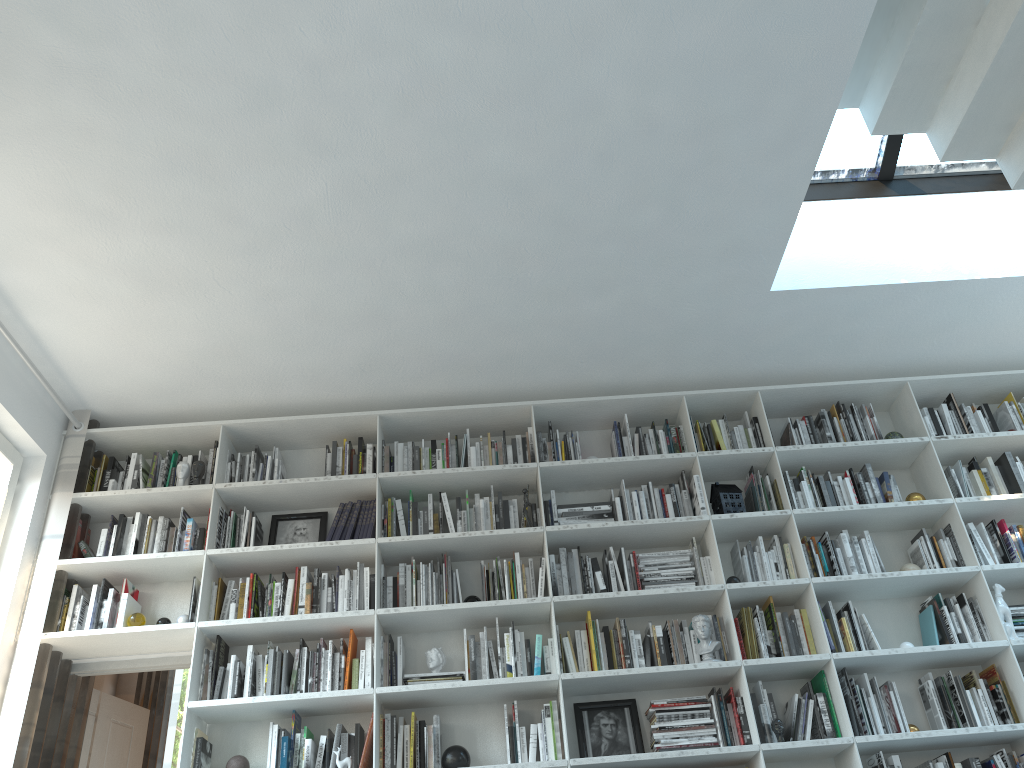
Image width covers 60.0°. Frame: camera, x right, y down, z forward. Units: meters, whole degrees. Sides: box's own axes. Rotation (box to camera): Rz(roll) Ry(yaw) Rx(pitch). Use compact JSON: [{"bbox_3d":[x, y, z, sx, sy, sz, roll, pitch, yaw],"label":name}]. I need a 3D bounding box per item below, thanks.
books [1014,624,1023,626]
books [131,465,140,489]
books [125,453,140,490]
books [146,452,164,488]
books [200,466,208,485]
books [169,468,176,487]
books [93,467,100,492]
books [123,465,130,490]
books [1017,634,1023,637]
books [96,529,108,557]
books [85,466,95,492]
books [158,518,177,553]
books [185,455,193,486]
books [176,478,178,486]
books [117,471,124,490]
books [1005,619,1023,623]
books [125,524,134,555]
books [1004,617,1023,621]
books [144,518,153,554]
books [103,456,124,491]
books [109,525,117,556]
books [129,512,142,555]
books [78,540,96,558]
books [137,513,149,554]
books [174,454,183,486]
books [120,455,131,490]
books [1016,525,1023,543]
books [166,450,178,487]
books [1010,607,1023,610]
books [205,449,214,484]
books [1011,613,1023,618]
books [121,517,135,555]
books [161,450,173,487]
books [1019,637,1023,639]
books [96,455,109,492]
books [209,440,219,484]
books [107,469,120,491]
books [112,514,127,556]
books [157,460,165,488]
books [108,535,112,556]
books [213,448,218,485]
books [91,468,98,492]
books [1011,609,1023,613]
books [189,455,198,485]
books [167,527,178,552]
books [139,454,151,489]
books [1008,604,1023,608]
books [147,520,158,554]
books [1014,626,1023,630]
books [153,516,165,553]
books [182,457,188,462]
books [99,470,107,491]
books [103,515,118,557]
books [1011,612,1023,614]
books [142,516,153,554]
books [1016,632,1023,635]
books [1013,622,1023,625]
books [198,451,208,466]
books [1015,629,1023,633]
[{"bbox_3d":[2.534,1.212,4.366,0.254,0.012,0.162,-4,-34,-2],"label":"books"},{"bbox_3d":[-2.004,0.568,4.780,0.030,0.205,0.176,-4,-34,-2],"label":"books"},{"bbox_3d":[-2.035,0.543,4.808,0.028,0.282,0.190,-4,-34,-2],"label":"books"},{"bbox_3d":[-1.925,0.537,4.812,0.039,0.281,0.182,-4,-34,-2],"label":"books"},{"bbox_3d":[-1.647,0.565,4.803,0.028,0.184,0.168,-4,-34,-2],"label":"books"},{"bbox_3d":[-1.817,0.572,4.794,0.024,0.186,0.160,-4,-34,-2],"label":"books"},{"bbox_3d":[-2.214,0.582,4.788,0.023,0.222,0.151,-4,-34,-2],"label":"books"},{"bbox_3d":[-2.059,0.574,4.800,0.024,0.226,0.158,-4,-34,-2],"label":"books"},{"bbox_3d":[2.536,1.248,4.332,0.254,0.012,0.162,-6,-34,1],"label":"books"},{"bbox_3d":[-2.098,0.884,4.591,0.034,0.216,0.167,-4,-34,-2],"label":"books"},{"bbox_3d":[-2.256,0.579,4.775,0.014,0.218,0.189,-4,-34,-2],"label":"books"},{"bbox_3d":[-1.784,0.844,4.603,0.030,0.249,0.166,-4,-34,-2],"label":"books"},{"bbox_3d":[-1.738,0.541,4.817,0.021,0.252,0.180,-4,-34,-2],"label":"books"},{"bbox_3d":[-1.783,0.557,4.811,0.021,0.225,0.157,-4,-34,-2],"label":"books"},{"bbox_3d":[-2.095,0.594,4.797,0.031,0.194,0.146,-4,-34,-2],"label":"books"},{"bbox_3d":[2.534,1.188,4.374,0.285,0.012,0.160,-2,-34,-5],"label":"books"},{"bbox_3d":[-1.961,0.870,4.607,0.024,0.237,0.156,-4,-34,-2],"label":"books"},{"bbox_3d":[2.533,1.180,4.383,0.285,0.012,0.160,-5,-34,-1],"label":"books"},{"bbox_3d":[-1.863,0.851,4.601,0.012,0.247,0.193,-4,-34,-2],"label":"books"},{"bbox_3d":[-2.154,0.552,4.793,0.025,0.268,0.178,-4,-34,-2],"label":"books"},{"bbox_3d":[-2.034,0.869,4.587,0.022,0.227,0.172,-4,-34,-2],"label":"books"},{"bbox_3d":[-1.930,0.833,4.600,0.021,0.284,0.180,-4,-34,-2],"label":"books"},{"bbox_3d":[-2.174,0.912,4.586,0.121,0.175,0.130,-4,-34,-2],"label":"books"},{"bbox_3d":[-1.902,0.840,4.619,0.037,0.290,0.156,-4,-34,-2],"label":"books"},{"bbox_3d":[-1.802,0.538,4.824,0.013,0.273,0.159,-4,-34,-2],"label":"books"},{"bbox_3d":[-2.078,0.548,4.807,0.010,0.279,0.161,-4,-34,-2],"label":"books"},{"bbox_3d":[2.624,0.874,4.566,0.026,0.242,0.179,-4,-34,-2],"label":"books"},{"bbox_3d":[-1.848,0.527,4.837,0.029,0.313,0.130,-4,-34,-2],"label":"books"},{"bbox_3d":[2.530,1.140,4.409,0.285,0.012,0.160,-2,-34,-4],"label":"books"},{"bbox_3d":[-1.626,0.521,4.831,0.022,0.285,0.176,-4,-34,-2],"label":"books"},{"bbox_3d":[2.533,1.166,4.383,0.285,0.012,0.160,-1,-34,-6],"label":"books"},{"bbox_3d":[-1.989,0.851,4.620,0.028,0.286,0.133,-4,-34,-2],"label":"books"},{"bbox_3d":[-1.869,0.527,4.824,0.014,0.302,0.146,-4,-34,-2],"label":"books"},{"bbox_3d":[2.537,1.256,4.323,0.285,0.012,0.160,-6,-34,2],"label":"books"},{"bbox_3d":[-2.198,0.549,4.798,0.014,0.284,0.176,-4,-34,-2],"label":"books"},{"bbox_3d":[-1.610,0.496,4.842,0.014,0.335,0.168,-4,-34,-2],"label":"books"},{"bbox_3d":[-2.124,0.585,4.772,0.028,0.185,0.183,-4,-34,-2],"label":"books"},{"bbox_3d":[-2.014,0.843,4.599,0.023,0.281,0.187,-4,-34,-2],"label":"books"},{"bbox_3d":[-1.889,0.555,4.822,0.030,0.256,0.130,-4,-34,-2],"label":"books"},{"bbox_3d":[-2.056,0.900,4.598,0.024,0.191,0.139,-4,-34,-2],"label":"books"},{"bbox_3d":[-1.563,0.511,4.794,0.024,0.250,0.236,-4,-34,-2],"label":"books"},{"bbox_3d":[-2.238,0.587,4.797,0.024,0.226,0.130,-4,-34,-2],"label":"books"},{"bbox_3d":[2.531,1.150,4.402,0.254,0.012,0.162,-5,-34,-1],"label":"books"},{"bbox_3d":[-1.714,0.535,4.817,0.027,0.258,0.147,-4,-34,-2],"label":"books"},{"bbox_3d":[-1.754,0.868,4.609,0.028,0.211,0.139,-4,-34,-2],"label":"books"},{"bbox_3d":[-1.972,0.539,4.792,0.057,0.261,0.192,-4,-34,-2],"label":"books"},{"bbox_3d":[2.529,1.130,4.416,0.285,0.012,0.160,-5,-34,-1],"label":"books"},{"bbox_3d":[-1.846,0.852,4.601,0.021,0.242,0.174,-4,-34,-2],"label":"books"},{"bbox_3d":[2.535,1.216,4.350,0.254,0.012,0.162,-1,-34,-6],"label":"books"},{"bbox_3d":[-1.812,0.842,4.605,0.025,0.259,0.168,-4,-34,-2],"label":"books"},{"bbox_3d":[-1.761,0.541,4.806,0.025,0.242,0.168,-4,-34,-2],"label":"books"},{"bbox_3d":[-2.175,0.587,4.776,0.024,0.193,0.168,-4,-34,-2],"label":"books"},{"bbox_3d":[-2.078,0.851,4.616,0.011,0.295,0.163,-4,-34,-2],"label":"books"},{"bbox_3d":[2.532,1.160,4.396,0.285,0.012,0.160,-5,-34,-1],"label":"books"},{"bbox_3d":[-1.876,0.844,4.606,0.013,0.267,0.163,-4,-34,-2],"label":"books"},{"bbox_3d":[2.535,1.240,4.342,0.254,0.012,0.162,-5,-34,-1],"label":"books"},{"bbox_3d":[2.535,1.196,4.364,0.254,0.012,0.162,-6,-34,2],"label":"books"},{"bbox_3d":[-1.695,0.528,4.837,0.013,0.290,0.155,-4,-34,-2],"label":"books"},{"bbox_3d":[2.536,1.230,4.349,0.285,0.012,0.160,-2,-34,-4],"label":"books"}]
